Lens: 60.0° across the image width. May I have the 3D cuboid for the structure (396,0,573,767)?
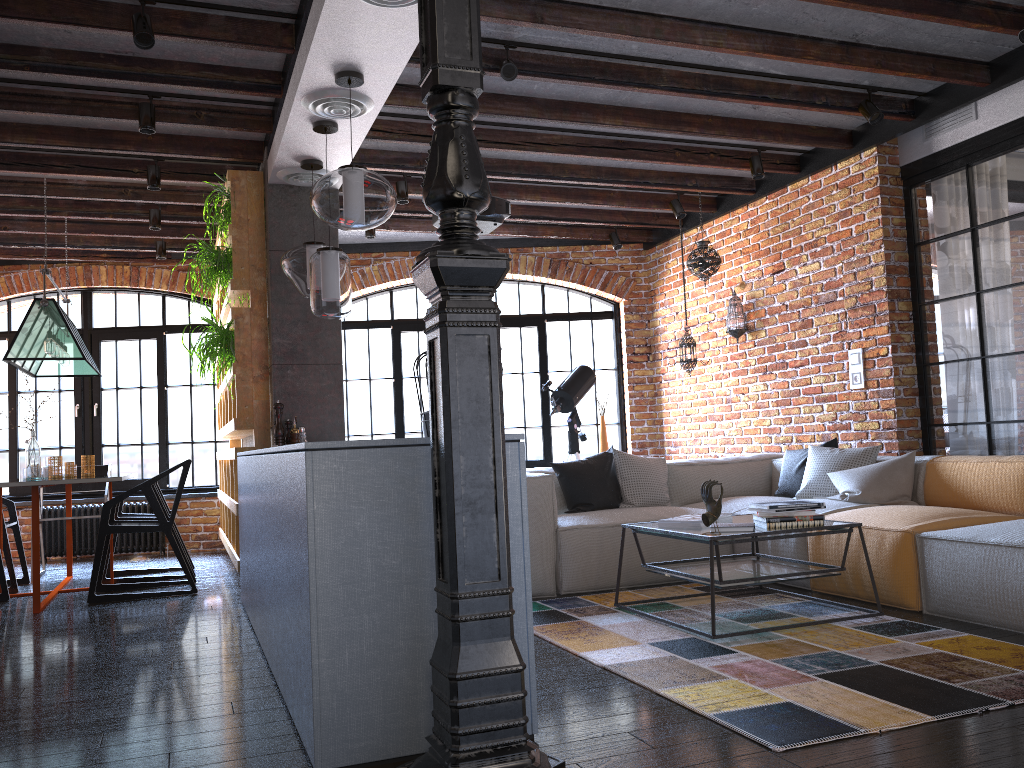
[{"bbox_3d":[2.956,-0.195,4.759,8.514,2.393,0.481,1,-5,-40],"label":"structure"}]

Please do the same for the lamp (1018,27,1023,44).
[{"bbox_3d":[2.363,-1.634,4.010,0.159,0.207,0.082,-1,-4,-21],"label":"lamp"}]

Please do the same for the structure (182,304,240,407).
[{"bbox_3d":[-1.727,-0.164,5.418,0.422,0.620,0.571,-3,-4,-1],"label":"structure"}]

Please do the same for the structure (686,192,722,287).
[{"bbox_3d":[1.458,-1.130,6.797,0.265,0.778,0.273,-4,-4,19],"label":"structure"}]

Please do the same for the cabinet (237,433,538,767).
[{"bbox_3d":[-0.745,0.685,3.741,0.607,0.844,2.962,-1,-4,-21],"label":"cabinet"}]

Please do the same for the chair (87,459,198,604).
[{"bbox_3d":[-2.301,0.893,5.542,0.610,0.818,0.495,-1,-4,-21],"label":"chair"}]

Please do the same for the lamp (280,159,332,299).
[{"bbox_3d":[-1.085,-0.846,4.857,0.367,0.746,0.367,-5,-4,33],"label":"lamp"}]

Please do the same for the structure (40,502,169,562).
[{"bbox_3d":[-3.555,1.280,7.711,1.115,0.476,0.106,-2,-4,-3],"label":"structure"}]

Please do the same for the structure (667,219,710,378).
[{"bbox_3d":[1.396,-0.766,7.184,0.389,1.436,0.339,-1,-4,-20],"label":"structure"}]

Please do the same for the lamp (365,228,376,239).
[{"bbox_3d":[-1.122,-1.265,7.131,0.121,0.184,0.082,-1,-4,-27],"label":"lamp"}]

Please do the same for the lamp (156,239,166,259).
[{"bbox_3d":[-2.958,-1.154,7.493,0.112,0.184,0.082,-6,-5,38],"label":"lamp"}]

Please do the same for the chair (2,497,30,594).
[{"bbox_3d":[-3.594,0.978,5.903,0.610,0.818,0.495,-1,-4,-21],"label":"chair"}]

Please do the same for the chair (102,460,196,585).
[{"bbox_3d":[-2.577,0.958,6.284,0.610,0.818,0.495,-1,-4,-21],"label":"chair"}]

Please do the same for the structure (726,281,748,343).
[{"bbox_3d":[1.731,-0.557,6.856,0.169,0.482,0.169,-1,-4,-21],"label":"structure"}]

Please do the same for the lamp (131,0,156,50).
[{"bbox_3d":[-1.516,-1.477,3.656,0.093,0.210,0.145,-1,-4,-28],"label":"lamp"}]

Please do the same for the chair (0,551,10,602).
[{"bbox_3d":[-3.317,0.913,5.162,0.610,0.818,0.495,-1,-4,-21],"label":"chair"}]

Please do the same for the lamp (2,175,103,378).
[{"bbox_3d":[-3.088,-0.729,6.008,0.465,1.266,1.258,-1,-4,-21],"label":"lamp"}]

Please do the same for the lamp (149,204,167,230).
[{"bbox_3d":[-2.620,-1.235,6.561,0.124,0.184,0.082,0,-5,-36],"label":"lamp"}]

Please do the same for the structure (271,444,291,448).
[{"bbox_3d":[-0.980,0.323,4.326,0.504,0.057,0.764,-1,-4,-21],"label":"structure"}]

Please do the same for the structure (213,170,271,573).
[{"bbox_3d":[-2.036,0.021,6.564,0.206,2.380,2.830,-1,-4,-21],"label":"structure"}]

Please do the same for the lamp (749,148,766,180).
[{"bbox_3d":[1.643,-1.471,5.938,0.113,0.194,0.085,-6,-5,40],"label":"lamp"}]

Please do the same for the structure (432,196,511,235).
[{"bbox_3d":[-0.274,-1.369,5.549,0.409,0.816,0.464,-1,-4,-21],"label":"structure"}]

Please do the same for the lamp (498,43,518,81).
[{"bbox_3d":[-0.015,-1.514,4.193,0.092,0.201,0.162,-2,-4,-4],"label":"lamp"}]

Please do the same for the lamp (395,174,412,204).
[{"bbox_3d":[-0.751,-1.349,6.138,0.116,0.188,0.083,-5,-4,32],"label":"lamp"}]

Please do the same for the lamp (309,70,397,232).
[{"bbox_3d":[-0.680,-0.983,3.767,0.364,0.664,0.364,0,-5,-37],"label":"lamp"}]

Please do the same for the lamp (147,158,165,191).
[{"bbox_3d":[-2.246,-1.322,5.580,0.113,0.184,0.082,-5,-5,36],"label":"lamp"}]

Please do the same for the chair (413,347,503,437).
[{"bbox_3d":[-0.412,-0.316,6.818,0.682,2.219,0.802,-4,-4,25],"label":"chair"}]

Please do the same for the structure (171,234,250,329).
[{"bbox_3d":[-1.777,-0.643,5.403,0.422,0.620,0.570,-6,-5,39],"label":"structure"}]

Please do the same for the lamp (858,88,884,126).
[{"bbox_3d":[2.016,-1.548,4.974,0.094,0.210,0.150,-1,-4,-19],"label":"lamp"}]

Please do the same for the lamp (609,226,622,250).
[{"bbox_3d":[0.920,-1.294,7.888,0.093,0.208,0.134,1,-5,-45],"label":"lamp"}]

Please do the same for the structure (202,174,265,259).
[{"bbox_3d":[-1.642,-1.009,5.499,0.570,0.620,0.422,0,-4,-31],"label":"structure"}]

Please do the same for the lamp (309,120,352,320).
[{"bbox_3d":[-0.890,-0.790,4.301,0.195,0.955,0.198,-3,-4,9],"label":"lamp"}]

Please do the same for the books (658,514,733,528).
[{"bbox_3d":[0.847,0.631,4.090,0.225,0.038,0.309,-6,-5,39],"label":"books"}]

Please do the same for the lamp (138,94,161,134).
[{"bbox_3d":[-1.887,-1.406,4.609,0.116,0.184,0.082,-5,-4,30],"label":"lamp"}]

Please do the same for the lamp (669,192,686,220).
[{"bbox_3d":[1.287,-1.381,6.895,0.134,0.208,0.090,-5,-5,37],"label":"lamp"}]

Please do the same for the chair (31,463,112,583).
[{"bbox_3d":[-3.289,1.017,6.651,0.495,0.818,0.611,-1,-4,-21],"label":"chair"}]

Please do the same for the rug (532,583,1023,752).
[{"bbox_3d":[0.921,1.011,3.592,1.432,0.013,2.365,-1,-4,-21],"label":"rug"}]
